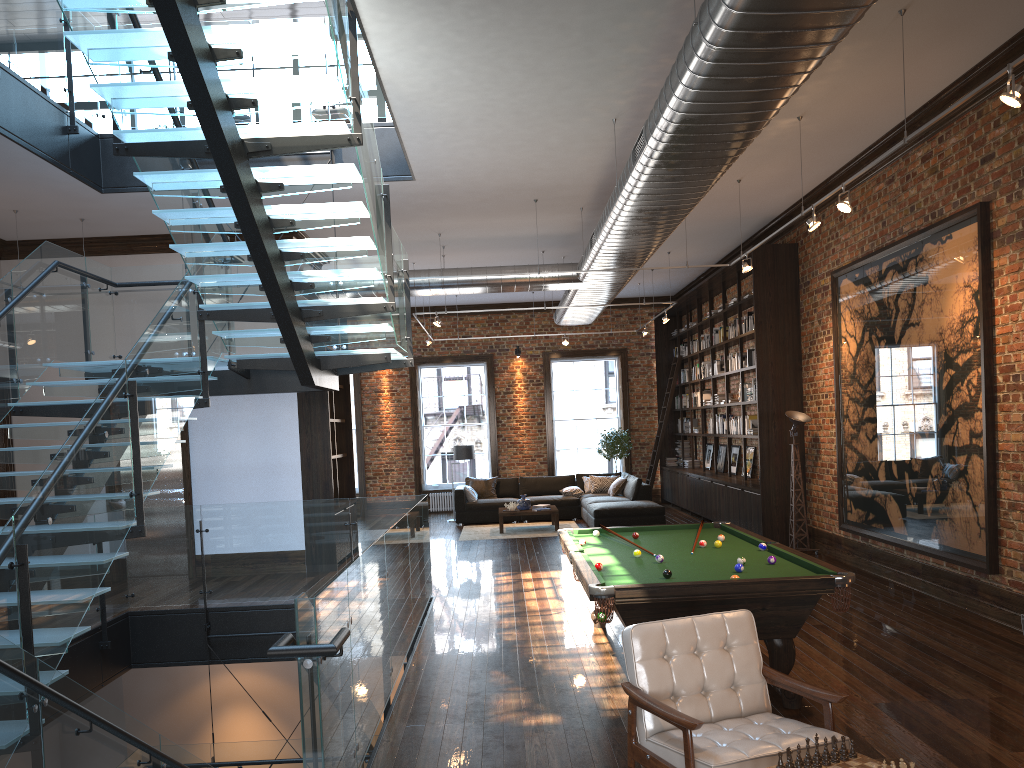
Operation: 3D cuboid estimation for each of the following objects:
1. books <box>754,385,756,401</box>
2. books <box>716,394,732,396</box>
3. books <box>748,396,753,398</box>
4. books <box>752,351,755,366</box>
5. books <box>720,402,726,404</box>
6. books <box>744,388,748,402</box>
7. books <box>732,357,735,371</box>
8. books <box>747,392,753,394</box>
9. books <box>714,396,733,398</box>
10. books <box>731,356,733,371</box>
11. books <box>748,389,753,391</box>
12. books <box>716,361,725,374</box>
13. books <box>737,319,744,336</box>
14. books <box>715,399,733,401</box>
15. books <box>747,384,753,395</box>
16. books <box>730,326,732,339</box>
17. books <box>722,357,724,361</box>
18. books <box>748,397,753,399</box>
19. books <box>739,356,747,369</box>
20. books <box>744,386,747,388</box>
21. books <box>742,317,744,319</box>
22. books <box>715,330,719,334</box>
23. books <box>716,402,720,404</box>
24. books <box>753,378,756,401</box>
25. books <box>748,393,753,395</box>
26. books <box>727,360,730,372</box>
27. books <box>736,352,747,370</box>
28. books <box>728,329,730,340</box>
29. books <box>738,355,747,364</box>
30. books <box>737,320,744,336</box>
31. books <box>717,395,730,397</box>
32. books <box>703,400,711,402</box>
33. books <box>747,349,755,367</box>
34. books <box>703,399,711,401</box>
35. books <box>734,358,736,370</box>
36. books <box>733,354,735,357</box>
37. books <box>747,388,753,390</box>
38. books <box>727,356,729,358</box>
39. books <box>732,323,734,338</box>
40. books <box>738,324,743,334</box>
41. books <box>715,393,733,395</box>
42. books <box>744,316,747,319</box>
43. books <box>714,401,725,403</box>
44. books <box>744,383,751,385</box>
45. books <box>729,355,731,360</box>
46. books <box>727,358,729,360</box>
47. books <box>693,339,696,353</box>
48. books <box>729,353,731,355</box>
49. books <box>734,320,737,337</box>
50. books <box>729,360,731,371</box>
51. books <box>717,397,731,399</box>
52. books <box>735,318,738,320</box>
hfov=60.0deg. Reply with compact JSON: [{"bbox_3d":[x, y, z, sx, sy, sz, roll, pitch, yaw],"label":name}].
[{"bbox_3d":[3.681,0.129,13.146,0.179,0.237,0.036,-3,2,-1],"label":"books"},{"bbox_3d":[3.629,0.196,15.202,0.243,0.015,0.165,-3,-3,2],"label":"books"},{"bbox_3d":[3.693,0.195,13.443,0.161,0.012,0.312,-3,-3,1],"label":"books"},{"bbox_3d":[3.643,-0.373,13.070,0.187,0.230,0.035,-3,2,-1],"label":"books"},{"bbox_3d":[3.644,0.322,14.957,0.204,0.035,0.267,-3,-3,0],"label":"books"},{"bbox_3d":[3.665,0.163,13.675,0.184,0.222,0.033,-3,2,-1],"label":"books"},{"bbox_3d":[3.640,-0.319,14.296,0.160,0.242,0.031,-3,2,-1],"label":"books"},{"bbox_3d":[3.688,0.134,13.436,0.159,0.012,0.351,-2,-3,-3],"label":"books"},{"bbox_3d":[3.631,0.227,15.201,0.282,0.010,0.169,-3,-3,-2],"label":"books"},{"bbox_3d":[3.640,-0.329,14.367,0.166,0.269,0.011,-3,2,-1],"label":"books"},{"bbox_3d":[3.689,0.086,13.435,0.161,0.012,0.312,-3,-3,1],"label":"books"},{"bbox_3d":[3.613,-0.275,15.073,0.272,0.241,0.083,-3,2,-1],"label":"books"},{"bbox_3d":[3.620,-0.873,13.880,0.188,0.298,0.014,-3,2,-1],"label":"books"},{"bbox_3d":[3.633,0.272,15.190,0.294,0.007,0.132,-3,-3,2],"label":"books"},{"bbox_3d":[3.694,0.138,13.641,0.137,0.268,0.034,-3,2,-1],"label":"books"},{"bbox_3d":[3.612,-0.817,14.329,0.174,0.230,0.014,-3,2,-1],"label":"books"},{"bbox_3d":[3.653,-0.308,15.120,0.133,0.300,0.012,-3,2,-1],"label":"books"},{"bbox_3d":[3.690,0.207,13.443,0.161,0.012,0.314,-3,-3,2],"label":"books"},{"bbox_3d":[3.650,-0.324,13.885,0.182,0.219,0.050,-3,2,-1],"label":"books"},{"bbox_3d":[3.674,0.154,13.731,0.158,0.246,0.013,-3,2,-1],"label":"books"},{"bbox_3d":[3.648,-0.886,13.899,0.133,0.322,0.009,-3,2,-1],"label":"books"},{"bbox_3d":[3.593,-0.791,15.247,0.180,0.271,0.011,-3,2,-1],"label":"books"},{"bbox_3d":[3.635,0.321,15.200,0.244,0.025,0.160,-3,-3,-2],"label":"books"},{"bbox_3d":[3.670,0.079,13.168,0.180,0.340,0.013,-3,2,-1],"label":"books"},{"bbox_3d":[3.685,0.146,13.437,0.161,0.012,0.315,-3,-3,3],"label":"books"},{"bbox_3d":[3.624,-0.289,14.548,0.223,0.209,0.064,-3,2,-1],"label":"books"},{"bbox_3d":[3.635,-0.355,13.991,0.183,0.286,0.034,-3,2,-1],"label":"books"},{"bbox_3d":[3.609,-0.800,14.410,0.183,0.207,0.053,-3,2,-1],"label":"books"},{"bbox_3d":[3.640,-0.331,13.914,0.171,0.238,0.057,-3,2,-1],"label":"books"},{"bbox_3d":[3.615,-0.864,13.868,0.180,0.279,0.009,-3,2,-1],"label":"books"},{"bbox_3d":[3.630,0.213,15.208,0.196,0.019,0.173,-3,-3,4],"label":"books"},{"bbox_3d":[3.612,0.312,16.335,0.198,0.017,0.354,-3,-3,1],"label":"books"},{"bbox_3d":[3.613,-0.386,13.145,0.245,0.266,0.037,-3,2,-1],"label":"books"},{"bbox_3d":[3.617,0.294,16.334,0.198,0.017,0.354,-3,-3,-1],"label":"books"},{"bbox_3d":[3.633,-0.309,14.151,0.181,0.210,0.024,-3,2,-1],"label":"books"},{"bbox_3d":[3.655,-0.345,14.338,0.138,0.297,0.024,-3,2,-1],"label":"books"},{"bbox_3d":[3.688,0.074,13.434,0.159,0.012,0.350,-2,-3,-2],"label":"books"},{"bbox_3d":[3.626,-0.319,14.625,0.179,0.275,0.098,-3,2,-1],"label":"books"},{"bbox_3d":[3.605,-0.839,14.167,0.185,0.259,0.032,-3,2,-1],"label":"books"},{"bbox_3d":[3.622,-0.830,13.816,0.188,0.209,0.051,-3,2,-1],"label":"books"},{"bbox_3d":[3.628,0.178,15.202,0.285,0.012,0.159,-2,-3,-5],"label":"books"},{"bbox_3d":[3.632,-0.888,13.560,0.150,0.295,0.032,-3,2,-1],"label":"books"},{"bbox_3d":[3.634,0.305,15.211,0.281,0.008,0.168,-2,-3,-5],"label":"books"},{"bbox_3d":[3.687,0.138,13.931,0.154,0.296,0.016,-3,2,-1],"label":"books"},{"bbox_3d":[3.638,-0.331,14.496,0.159,0.286,0.014,-3,2,-1],"label":"books"},{"bbox_3d":[3.623,-0.305,14.579,0.186,0.244,0.079,-3,2,-1],"label":"books"},{"bbox_3d":[3.573,-0.713,17.100,0.163,0.298,0.029,-3,2,-1],"label":"books"},{"bbox_3d":[3.646,-0.344,14.636,0.143,0.324,0.116,-3,2,-1],"label":"books"},{"bbox_3d":[3.604,-0.867,14.015,0.183,0.300,0.018,-3,2,-1],"label":"books"},{"bbox_3d":[3.631,-0.295,14.419,0.181,0.208,0.030,-3,2,-1],"label":"books"},{"bbox_3d":[3.632,0.239,15.182,0.199,0.015,0.134,-3,-3,-1],"label":"books"},{"bbox_3d":[3.619,-0.882,14.027,0.183,0.330,0.008,-3,2,-1],"label":"books"}]
